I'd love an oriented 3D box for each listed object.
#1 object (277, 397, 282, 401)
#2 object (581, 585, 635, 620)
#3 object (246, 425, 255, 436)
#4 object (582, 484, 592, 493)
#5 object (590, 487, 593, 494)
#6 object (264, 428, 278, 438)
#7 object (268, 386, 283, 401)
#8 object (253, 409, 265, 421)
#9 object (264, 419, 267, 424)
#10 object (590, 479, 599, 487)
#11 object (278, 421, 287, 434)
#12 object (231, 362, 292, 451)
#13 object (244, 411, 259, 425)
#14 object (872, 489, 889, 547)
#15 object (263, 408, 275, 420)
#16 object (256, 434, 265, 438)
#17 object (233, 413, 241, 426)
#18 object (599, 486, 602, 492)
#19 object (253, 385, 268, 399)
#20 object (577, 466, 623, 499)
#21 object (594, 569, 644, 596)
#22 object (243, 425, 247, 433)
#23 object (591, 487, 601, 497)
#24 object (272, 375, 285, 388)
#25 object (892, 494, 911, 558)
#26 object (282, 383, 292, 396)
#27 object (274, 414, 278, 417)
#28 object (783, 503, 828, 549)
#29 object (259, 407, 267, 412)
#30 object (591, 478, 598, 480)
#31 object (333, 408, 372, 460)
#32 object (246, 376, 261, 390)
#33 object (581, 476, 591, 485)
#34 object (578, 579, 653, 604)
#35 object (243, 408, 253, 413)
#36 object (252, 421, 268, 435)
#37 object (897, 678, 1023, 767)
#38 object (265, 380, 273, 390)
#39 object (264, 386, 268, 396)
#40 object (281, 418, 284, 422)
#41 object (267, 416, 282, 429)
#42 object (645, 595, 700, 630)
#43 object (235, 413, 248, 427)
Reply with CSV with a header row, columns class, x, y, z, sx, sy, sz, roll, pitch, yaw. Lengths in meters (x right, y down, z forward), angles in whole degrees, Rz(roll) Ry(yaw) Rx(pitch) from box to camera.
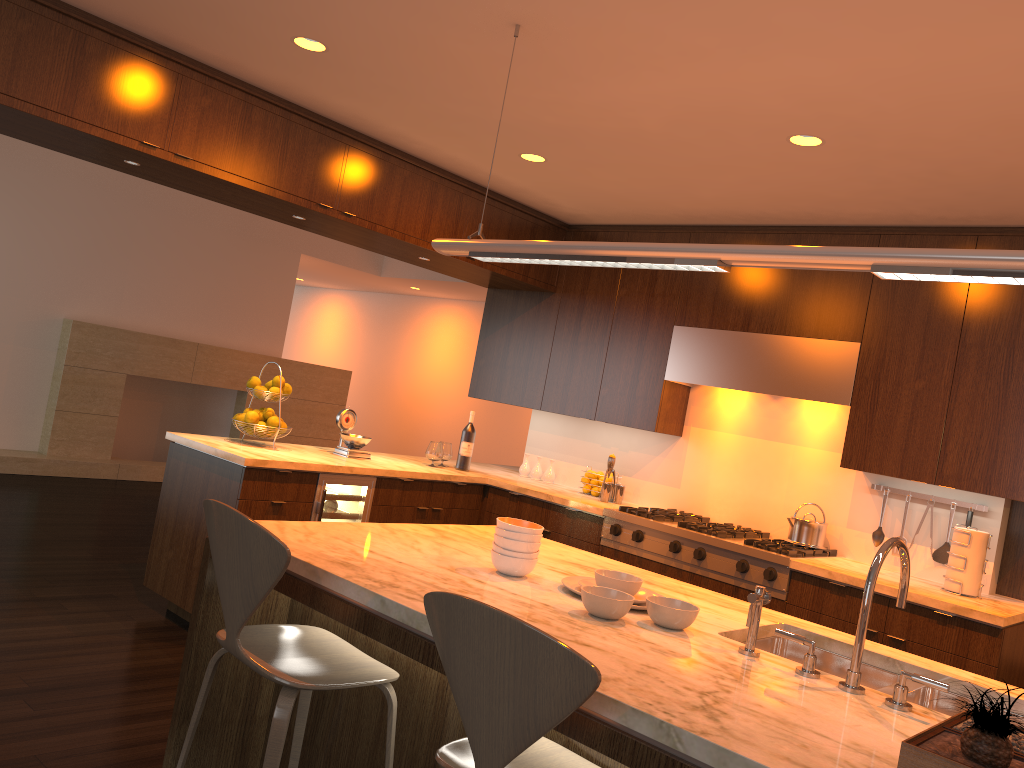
class,x,y,z,sx,sy,sz,roll,pitch,yaw
object,-1.288,0.057,4.837,0.071,0.072,0.071,11,-1,-17
object,0.235,0.552,2.222,0.138,0.059,0.139,11,-1,-22
object,-1.392,0.241,4.748,0.063,0.069,0.070,10,-1,4
object,0.464,0.646,5.462,0.060,0.057,0.052,11,-1,-13
object,0.482,0.657,5.516,0.061,0.053,0.053,10,-1,27
object,-1.295,0.255,4.769,0.078,0.075,0.078,10,-1,20
object,-1.272,0.051,4.762,0.078,0.077,0.077,11,-1,-31
object,-1.357,0.173,4.736,0.077,0.075,0.077,10,-1,16
object,-1.353,0.195,4.856,0.072,0.068,0.071,11,-1,-41
object,0.508,0.607,5.442,0.062,0.053,0.052,11,-1,-43
object,-1.268,0.239,4.859,0.073,0.072,0.071,11,-1,-4
object,-1.332,0.106,4.800,0.324,0.461,0.324,10,-1,1
object,-1.368,0.180,4.668,0.068,0.077,0.079,10,-1,18
object,1.855,0.671,4.447,0.061,0.296,0.020,10,-1,41
object,-1.299,0.159,4.734,0.060,0.063,0.062,11,-1,-41
object,-1.358,0.261,4.807,0.062,0.062,0.062,11,-1,-4
object,-1.470,0.193,4.789,0.068,0.069,0.065,10,-1,19
object,0.556,0.640,5.390,0.061,0.054,0.052,11,-1,-38
object,-1.352,0.045,4.769,0.078,0.072,0.077,10,-1,8
object,0.548,0.610,5.484,0.207,0.175,0.189,10,-1,40
object,0.292,0.561,2.467,0.138,0.059,0.139,11,-1,-22
object,-1.427,0.241,4.803,0.056,0.053,0.057,10,-1,2
object,0.515,0.661,5.432,0.064,0.063,0.074,10,-1,5
object,-1.257,-0.010,4.778,0.068,0.072,0.071,10,-1,-2
object,1.933,0.701,4.378,0.066,0.314,0.004,10,-1,42
object,-1.230,0.031,4.816,0.071,0.074,0.070,11,-1,-27
object,-1.294,0.199,4.810,0.070,0.072,0.071,10,-1,6
object,1.533,0.721,4.581,0.221,0.218,0.221,10,-1,27
object,-1.341,0.153,4.800,0.063,0.059,0.061,11,-1,-15
object,0.509,0.605,5.498,0.064,0.053,0.051,11,-1,-12
object,-0.915,0.288,5.140,0.231,0.266,0.191,9,-1,45
object,-1.397,-0.003,4.803,0.075,0.079,0.077,11,-1,-39
object,0.457,0.597,5.475,0.063,0.051,0.053,9,-1,44
object,0.288,0.582,2.466,0.216,0.025,0.217,11,-1,-31
object,-1.416,0.164,4.783,0.067,0.071,0.069,11,-1,-12
object,-1.335,0.234,4.701,0.078,0.076,0.078,10,-1,29
object,0.978,0.588,1.445,0.497,0.231,0.503,10,-1,42
object,-1.311,0.009,4.814,0.061,0.063,0.062,11,-1,-24
object,-1.361,0.044,4.840,0.070,0.068,0.062,10,-1,2
object,-1.291,0.214,4.907,0.055,0.057,0.056,10,-1,-2
object,-1.263,0.207,4.711,0.077,0.074,0.078,11,-1,-33
object,0.401,0.583,2.244,0.138,0.059,0.139,11,-1,-22
object,-1.434,0.190,4.716,0.077,0.077,0.077,11,-1,-37
